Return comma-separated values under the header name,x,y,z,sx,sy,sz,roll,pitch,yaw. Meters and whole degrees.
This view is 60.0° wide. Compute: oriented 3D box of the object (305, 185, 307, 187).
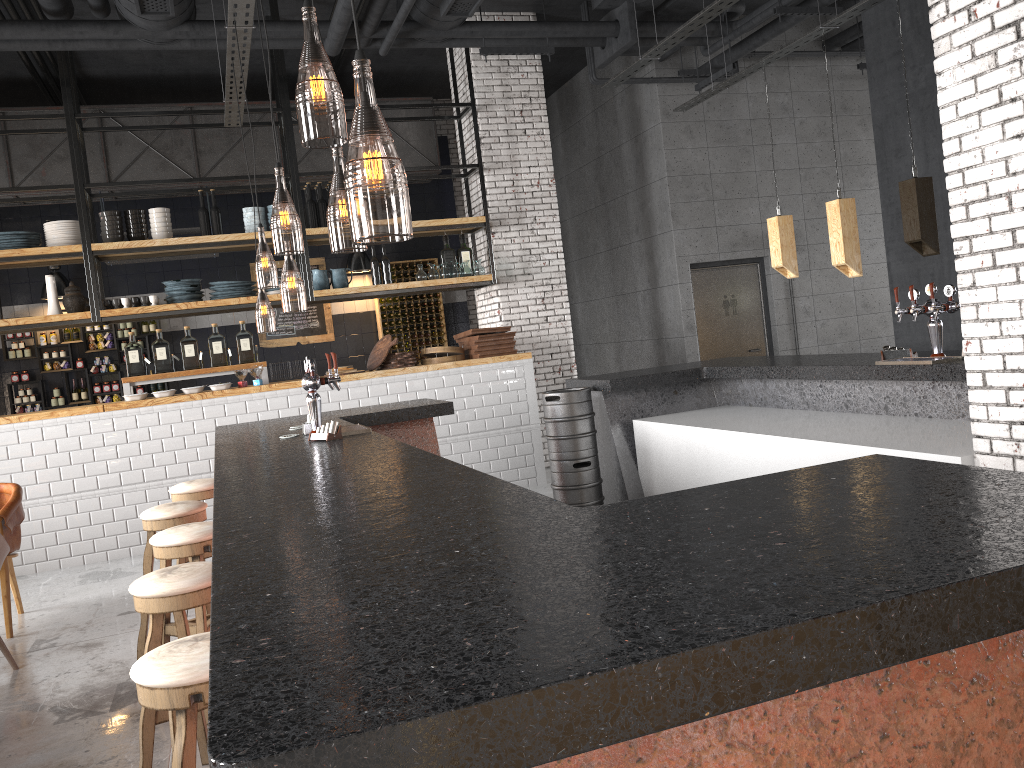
name,x,y,z,sx,sy,sz,roll,pitch,yaw
object,-2.042,-1.963,8.842,0.046,0.031,0.046,-9,3,-41

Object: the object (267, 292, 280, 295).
name,x,y,z,sx,sy,sz,roll,pitch,yaw
object,-2.305,-0.881,8.733,0.263,0.026,0.264,-6,3,17

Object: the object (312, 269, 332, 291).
name,x,y,z,sx,sy,sz,roll,pitch,yaw
object,-1.894,-1.033,8.868,0.198,0.230,0.166,-7,2,-12

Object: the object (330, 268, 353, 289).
name,x,y,z,sx,sy,sz,roll,pitch,yaw
object,-1.722,-1.055,8.912,0.198,0.230,0.166,-5,3,42

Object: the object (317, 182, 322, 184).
name,x,y,z,sx,sy,sz,roll,pitch,yaw
object,-1.898,-1.974,8.748,0.046,0.031,0.046,-9,3,-41

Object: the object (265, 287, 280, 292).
name,x,y,z,sx,sy,sz,roll,pitch,yaw
object,-2.310,-0.921,8.732,0.265,0.038,0.265,-6,3,4

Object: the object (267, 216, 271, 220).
name,x,y,z,sx,sy,sz,roll,pitch,yaw
object,-2.290,-1.610,8.719,0.218,0.092,0.219,-6,3,18

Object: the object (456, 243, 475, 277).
name,x,y,z,sx,sy,sz,roll,pitch,yaw
object,-0.495,-1.308,9.389,0.157,0.405,0.106,-7,2,-14

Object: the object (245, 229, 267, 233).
name,x,y,z,sx,sy,sz,roll,pitch,yaw
object,-2.498,-1.471,8.673,0.210,0.065,0.210,-7,3,0

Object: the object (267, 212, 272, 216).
name,x,y,z,sx,sy,sz,roll,pitch,yaw
object,-2.294,-1.642,8.719,0.218,0.092,0.219,-6,3,22

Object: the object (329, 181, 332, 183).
name,x,y,z,sx,sy,sz,roll,pitch,yaw
object,-1.792,-1.989,8.783,0.046,0.031,0.046,-9,3,-41

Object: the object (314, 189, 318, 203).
name,x,y,z,sx,sy,sz,roll,pitch,yaw
object,-1.957,-1.753,9.011,0.098,0.458,0.098,-7,2,4

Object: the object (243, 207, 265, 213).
name,x,y,z,sx,sy,sz,roll,pitch,yaw
object,-2.521,-1.687,8.665,0.210,0.074,0.210,-7,3,-13

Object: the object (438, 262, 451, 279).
name,x,y,z,sx,sy,sz,roll,pitch,yaw
object,-0.692,-1.163,9.109,0.118,0.181,0.118,-6,2,15

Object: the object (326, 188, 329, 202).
name,x,y,z,sx,sy,sz,roll,pitch,yaw
object,-1.851,-1.768,9.047,0.098,0.458,0.098,-8,2,-41

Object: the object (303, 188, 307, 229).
name,x,y,z,sx,sy,sz,roll,pitch,yaw
object,-2.059,-1.746,8.977,0.098,0.471,0.098,-7,2,4

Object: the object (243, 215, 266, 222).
name,x,y,z,sx,sy,sz,roll,pitch,yaw
object,-2.516,-1.600,8.666,0.210,0.078,0.210,-6,3,4

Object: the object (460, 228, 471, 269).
name,x,y,z,sx,sy,sz,roll,pitch,yaw
object,-0.502,-1.384,9.382,0.141,0.550,0.096,-7,2,-14

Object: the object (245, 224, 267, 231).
name,x,y,z,sx,sy,sz,roll,pitch,yaw
object,-2.504,-1.514,8.671,0.210,0.069,0.210,-5,4,37

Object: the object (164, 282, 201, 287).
name,x,y,z,sx,sy,sz,roll,pitch,yaw
object,-3.138,-0.930,8.456,0.335,0.036,0.334,-8,3,-29

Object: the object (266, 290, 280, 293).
name,x,y,z,sx,sy,sz,roll,pitch,yaw
object,-2.308,-0.903,8.732,0.263,0.037,0.263,-4,4,45

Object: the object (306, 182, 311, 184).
name,x,y,z,sx,sy,sz,roll,pitch,yaw
object,-1.999,-1.961,8.714,0.046,0.031,0.046,-9,3,-41

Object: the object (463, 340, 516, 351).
name,x,y,z,sx,sy,sz,roll,pitch,yaw
object,-0.261,-0.384,8.960,0.405,0.044,0.636,-8,3,-22

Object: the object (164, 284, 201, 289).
name,x,y,z,sx,sy,sz,roll,pitch,yaw
object,-3.136,-0.915,8.456,0.335,0.035,0.334,-9,4,-43

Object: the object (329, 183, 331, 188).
name,x,y,z,sx,sy,sz,roll,pitch,yaw
object,-1.766,-1.764,8.790,0.098,0.458,0.098,-8,2,-41

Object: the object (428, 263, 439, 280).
name,x,y,z,sx,sy,sz,roll,pitch,yaw
object,-0.810,-1.147,9.080,0.118,0.181,0.118,-5,2,31

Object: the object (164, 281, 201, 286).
name,x,y,z,sx,sy,sz,roll,pitch,yaw
object,-3.138,-0.944,8.457,0.334,0.048,0.334,-8,3,-31

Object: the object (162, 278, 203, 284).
name,x,y,z,sx,sy,sz,roll,pitch,yaw
object,-3.141,-0.963,8.454,0.373,0.050,0.373,-6,3,4

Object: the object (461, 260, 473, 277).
name,x,y,z,sx,sy,sz,roll,pitch,yaw
object,-0.474,-1.194,9.215,0.118,0.181,0.118,-8,3,-35

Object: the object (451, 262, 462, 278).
name,x,y,z,sx,sy,sz,roll,pitch,yaw
object,-0.582,-1.178,9.160,0.118,0.181,0.118,-9,3,-42

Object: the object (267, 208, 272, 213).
name,x,y,z,sx,sy,sz,roll,pitch,yaw
object,-2.288,-1.676,8.719,0.218,0.096,0.218,-9,3,-34

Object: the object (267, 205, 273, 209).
name,x,y,z,sx,sy,sz,roll,pitch,yaw
object,-2.297,-1.706,8.719,0.218,0.091,0.218,-7,3,-1

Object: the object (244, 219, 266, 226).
name,x,y,z,sx,sy,sz,roll,pitch,yaw
object,-2.508,-1.558,8.673,0.210,0.074,0.210,-9,4,-44

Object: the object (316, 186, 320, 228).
name,x,y,z,sx,sy,sz,roll,pitch,yaw
object,-1.914,-1.752,8.883,0.098,0.458,0.098,-7,2,4

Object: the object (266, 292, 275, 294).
name,x,y,z,sx,sy,sz,roll,pitch,yaw
object,-2.306,-0.893,8.732,0.263,0.038,0.263,-7,3,-3

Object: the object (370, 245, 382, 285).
name,x,y,z,sx,sy,sz,roll,pitch,yaw
object,-1.400,-1.222,9.053,0.098,0.471,0.098,-8,2,-30

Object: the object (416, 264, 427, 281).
name,x,y,z,sx,sy,sz,roll,pitch,yaw
object,-0.931,-1.132,9.058,0.118,0.181,0.118,-5,3,35

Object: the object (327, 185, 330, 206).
name,x,y,z,sx,sy,sz,roll,pitch,yaw
object,-1.809,-1.766,8.918,0.098,0.458,0.098,-8,2,-41

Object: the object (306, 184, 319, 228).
name,x,y,z,sx,sy,sz,roll,pitch,yaw
object,-1.973,-1.737,8.721,0.098,0.458,0.098,-7,2,4

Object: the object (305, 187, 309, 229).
name,x,y,z,sx,sy,sz,roll,pitch,yaw
object,-2.016,-1.738,8.849,0.098,0.458,0.098,-7,2,4

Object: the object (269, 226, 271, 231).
name,x,y,z,sx,sy,sz,roll,pitch,yaw
object,-2.275,-1.514,8.721,0.218,0.085,0.219,-4,4,41

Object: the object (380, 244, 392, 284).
name,x,y,z,sx,sy,sz,roll,pitch,yaw
object,-1.299,-1.235,9.087,0.098,0.471,0.098,-7,2,-11

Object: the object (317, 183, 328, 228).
name,x,y,z,sx,sy,sz,roll,pitch,yaw
object,-1.871,-1.750,8.755,0.098,0.458,0.098,-7,2,4

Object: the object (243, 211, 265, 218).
name,x,y,z,sx,sy,sz,roll,pitch,yaw
object,-2.518,-1.643,8.664,0.210,0.076,0.210,-9,4,-44

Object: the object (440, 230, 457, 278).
name,x,y,z,sx,sy,sz,roll,pitch,yaw
object,-0.676,-1.358,9.313,0.157,0.554,0.106,-7,2,-14

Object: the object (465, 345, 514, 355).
name,x,y,z,sx,sy,sz,roll,pitch,yaw
object,-0.256,-0.340,8.961,0.405,0.044,0.636,-7,3,-16

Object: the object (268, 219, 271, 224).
name,x,y,z,sx,sy,sz,roll,pitch,yaw
object,-2.286,-1.579,8.717,0.218,0.092,0.218,-8,3,-28

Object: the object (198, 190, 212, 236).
name,x,y,z,sx,sy,sz,roll,pitch,yaw
object,-2.946,-1.616,8.475,0.098,0.471,0.098,-7,2,4

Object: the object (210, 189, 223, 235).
name,x,y,z,sx,sy,sz,roll,pitch,yaw
object,-2.845,-1.630,8.509,0.098,0.471,0.098,-7,2,4

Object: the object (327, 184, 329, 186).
name,x,y,z,sx,sy,sz,roll,pitch,yaw
object,-1.835,-1.990,8.911,0.046,0.031,0.046,-9,3,-41

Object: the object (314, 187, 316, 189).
name,x,y,z,sx,sy,sz,roll,pitch,yaw
object,-1.983,-1.978,9.004,0.046,0.031,0.046,-9,3,-41

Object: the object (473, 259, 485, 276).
name,x,y,z,sx,sy,sz,roll,pitch,yaw
object,-0.342,-1.209,9.205,0.118,0.181,0.118,-6,2,6
